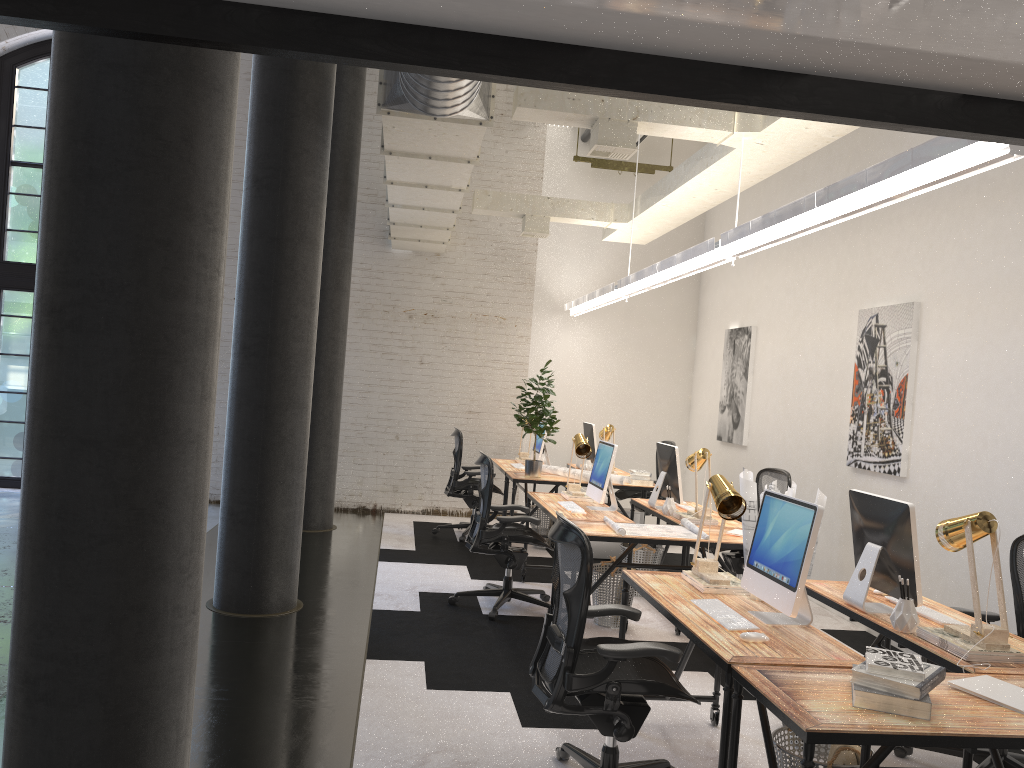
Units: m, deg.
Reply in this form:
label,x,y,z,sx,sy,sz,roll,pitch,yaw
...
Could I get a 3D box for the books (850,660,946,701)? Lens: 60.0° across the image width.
label,x,y,z,sx,sy,sz,roll,pitch,yaw
books,1.133,0.852,2.597,0.193,0.044,0.257,4,0,40

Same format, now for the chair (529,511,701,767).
label,x,y,z,sx,sy,sz,roll,pitch,yaw
chair,0.387,1.054,3.405,0.792,1.086,0.770,4,0,-23

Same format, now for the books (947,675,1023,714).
label,x,y,z,sx,sy,sz,roll,pitch,yaw
books,1.500,0.944,2.702,0.205,0.019,0.243,4,0,-30

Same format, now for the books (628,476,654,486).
label,x,y,z,sx,sy,sz,roll,pitch,yaw
books,1.167,0.895,8.185,0.200,0.050,0.271,4,0,-10

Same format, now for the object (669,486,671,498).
label,x,y,z,sx,sy,sz,roll,pitch,yaw
object,1.124,0.828,6.281,0.054,0.207,0.008,4,1,-42

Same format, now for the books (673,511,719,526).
label,x,y,z,sx,sy,sz,roll,pitch,yaw
books,1.260,0.923,6.096,0.225,0.038,0.308,4,0,-7

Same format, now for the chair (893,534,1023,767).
label,x,y,z,sx,sy,sz,roll,pitch,yaw
chair,2.160,1.191,3.816,0.792,1.086,0.770,4,0,-23

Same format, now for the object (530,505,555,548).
label,x,y,z,sx,sy,sz,roll,pitch,yaw
object,0.328,1.366,8.658,0.353,0.435,0.358,4,0,-11

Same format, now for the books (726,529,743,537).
label,x,y,z,sx,sy,sz,roll,pitch,yaw
books,1.502,0.952,5.601,0.243,0.019,0.205,4,0,30

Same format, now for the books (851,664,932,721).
label,x,y,z,sx,sy,sz,roll,pitch,yaw
books,1.102,0.897,2.593,0.200,0.050,0.271,4,0,20

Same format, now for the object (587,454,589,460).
label,x,y,z,sx,sy,sz,roll,pitch,yaw
object,0.770,0.786,8.940,0.054,0.207,0.008,4,1,-42

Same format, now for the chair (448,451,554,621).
label,x,y,z,sx,sy,sz,roll,pitch,yaw
chair,-0.015,1.031,6.274,0.792,1.086,0.770,4,0,-23

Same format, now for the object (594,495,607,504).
label,x,y,z,sx,sy,sz,roll,pitch,yaw
object,0.663,0.836,6.656,0.101,0.127,0.101,5,0,38

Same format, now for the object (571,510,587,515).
label,x,y,z,sx,sy,sz,roll,pitch,yaw
object,0.451,0.865,5.985,0.106,0.029,0.059,4,0,-6

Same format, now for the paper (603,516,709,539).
label,x,y,z,sx,sy,sz,roll,pitch,yaw
paper,0.890,0.890,5.528,0.626,0.061,0.567,4,0,-10

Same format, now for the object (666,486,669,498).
label,x,y,z,sx,sy,sz,roll,pitch,yaw
object,1.111,0.828,6.284,0.054,0.207,0.008,4,1,-20

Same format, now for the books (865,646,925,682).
label,x,y,z,sx,sy,sz,roll,pitch,yaw
books,1.122,0.820,2.604,0.153,0.030,0.185,4,0,21

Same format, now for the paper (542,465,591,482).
label,x,y,z,sx,sy,sz,roll,pitch,yaw
paper,0.487,0.826,8.305,0.083,0.082,1.133,4,0,-32

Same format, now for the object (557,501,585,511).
label,x,y,z,sx,sy,sz,roll,pitch,yaw
object,0.418,0.870,6.312,0.118,0.017,0.439,4,0,-7

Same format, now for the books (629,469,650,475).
label,x,y,z,sx,sy,sz,roll,pitch,yaw
books,1.179,0.817,8.201,0.153,0.030,0.185,4,0,-9

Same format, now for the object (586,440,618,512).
label,x,y,z,sx,sy,sz,roll,pitch,yaw
object,0.658,0.655,6.311,0.190,0.485,0.483,4,0,-7

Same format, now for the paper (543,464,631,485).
label,x,y,z,sx,sy,sz,roll,pitch,yaw
paper,0.653,0.838,8.326,0.083,0.082,1.133,4,0,-42

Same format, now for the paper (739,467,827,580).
label,x,y,z,sx,sy,sz,roll,pitch,yaw
paper,1.483,1.083,5.023,0.412,1.198,0.440,4,1,-29

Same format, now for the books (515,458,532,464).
label,x,y,z,sx,sy,sz,roll,pitch,yaw
books,0.160,0.826,9.515,0.225,0.038,0.308,4,0,-7

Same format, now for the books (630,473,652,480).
label,x,y,z,sx,sy,sz,roll,pitch,yaw
books,1.191,0.850,8.202,0.193,0.044,0.257,4,0,10

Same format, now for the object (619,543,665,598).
label,x,y,z,sx,sy,sz,roll,pitch,yaw
object,1.011,1.435,6.966,0.353,0.435,0.358,4,0,-11

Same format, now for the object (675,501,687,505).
label,x,y,z,sx,sy,sz,roll,pitch,yaw
object,1.322,0.934,6.968,0.106,0.029,0.059,4,0,-6

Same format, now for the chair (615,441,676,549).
label,x,y,z,sx,sy,sz,roll,pitch,yaw
chair,1.404,1.126,9.343,0.792,1.086,0.770,4,0,-23

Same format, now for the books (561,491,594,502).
label,x,y,z,sx,sy,sz,roll,pitch,yaw
books,0.514,0.867,6.857,0.225,0.038,0.308,4,0,-7

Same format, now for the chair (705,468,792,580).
label,x,y,z,sx,sy,sz,roll,pitch,yaw
chair,1.758,1.168,6.684,0.792,1.086,0.770,4,0,-23

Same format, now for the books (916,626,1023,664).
label,x,y,z,sx,sy,sz,roll,pitch,yaw
books,1.662,0.946,3.227,0.225,0.038,0.308,4,0,-7

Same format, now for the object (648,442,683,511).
label,x,y,z,sx,sy,sz,roll,pitch,yaw
object,1.149,0.693,6.636,0.190,0.485,0.483,4,0,-7

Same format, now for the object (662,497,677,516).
label,x,y,z,sx,sy,sz,roll,pitch,yaw
object,1.118,0.870,6.296,0.101,0.127,0.101,5,0,38

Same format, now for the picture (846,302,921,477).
label,x,y,z,sx,sy,sz,roll,pitch,yaw
picture,2.644,0.035,6.345,0.049,1.183,0.731,4,0,-7

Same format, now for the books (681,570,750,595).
label,x,y,z,sx,sy,sz,roll,pitch,yaw
books,0.916,0.891,3.988,0.225,0.038,0.308,4,0,-7

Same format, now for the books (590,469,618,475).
label,x,y,z,sx,sy,sz,roll,pitch,yaw
books,0.906,0.881,8.754,0.225,0.038,0.308,4,0,-7

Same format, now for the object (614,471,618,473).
label,x,y,z,sx,sy,sz,roll,pitch,yaw
object,1.001,0.901,9.300,0.118,0.017,0.439,4,0,-7

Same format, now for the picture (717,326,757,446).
label,x,y,z,sx,sy,sz,roll,pitch,yaw
picture,2.299,0.016,9.108,0.049,1.183,0.731,4,0,-7

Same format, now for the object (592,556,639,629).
label,x,y,z,sx,sy,sz,roll,pitch,yaw
object,0.682,1.408,6.000,0.353,0.435,0.358,4,0,-11

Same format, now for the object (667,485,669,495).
label,x,y,z,sx,sy,sz,roll,pitch,yaw
object,1.112,0.827,6.308,0.008,0.207,0.054,4,1,-24

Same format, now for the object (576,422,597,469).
label,x,y,z,sx,sy,sz,roll,pitch,yaw
object,0.796,0.651,9.295,0.190,0.485,0.483,4,0,-7

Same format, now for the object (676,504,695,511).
label,x,y,z,sx,sy,sz,roll,pitch,yaw
object,1.354,0.942,6.642,0.118,0.017,0.439,4,0,-7

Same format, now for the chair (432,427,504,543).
label,x,y,z,sx,sy,sz,roll,pitch,yaw
chair,-0.369,0.989,8.932,0.792,1.086,0.770,4,0,-23
